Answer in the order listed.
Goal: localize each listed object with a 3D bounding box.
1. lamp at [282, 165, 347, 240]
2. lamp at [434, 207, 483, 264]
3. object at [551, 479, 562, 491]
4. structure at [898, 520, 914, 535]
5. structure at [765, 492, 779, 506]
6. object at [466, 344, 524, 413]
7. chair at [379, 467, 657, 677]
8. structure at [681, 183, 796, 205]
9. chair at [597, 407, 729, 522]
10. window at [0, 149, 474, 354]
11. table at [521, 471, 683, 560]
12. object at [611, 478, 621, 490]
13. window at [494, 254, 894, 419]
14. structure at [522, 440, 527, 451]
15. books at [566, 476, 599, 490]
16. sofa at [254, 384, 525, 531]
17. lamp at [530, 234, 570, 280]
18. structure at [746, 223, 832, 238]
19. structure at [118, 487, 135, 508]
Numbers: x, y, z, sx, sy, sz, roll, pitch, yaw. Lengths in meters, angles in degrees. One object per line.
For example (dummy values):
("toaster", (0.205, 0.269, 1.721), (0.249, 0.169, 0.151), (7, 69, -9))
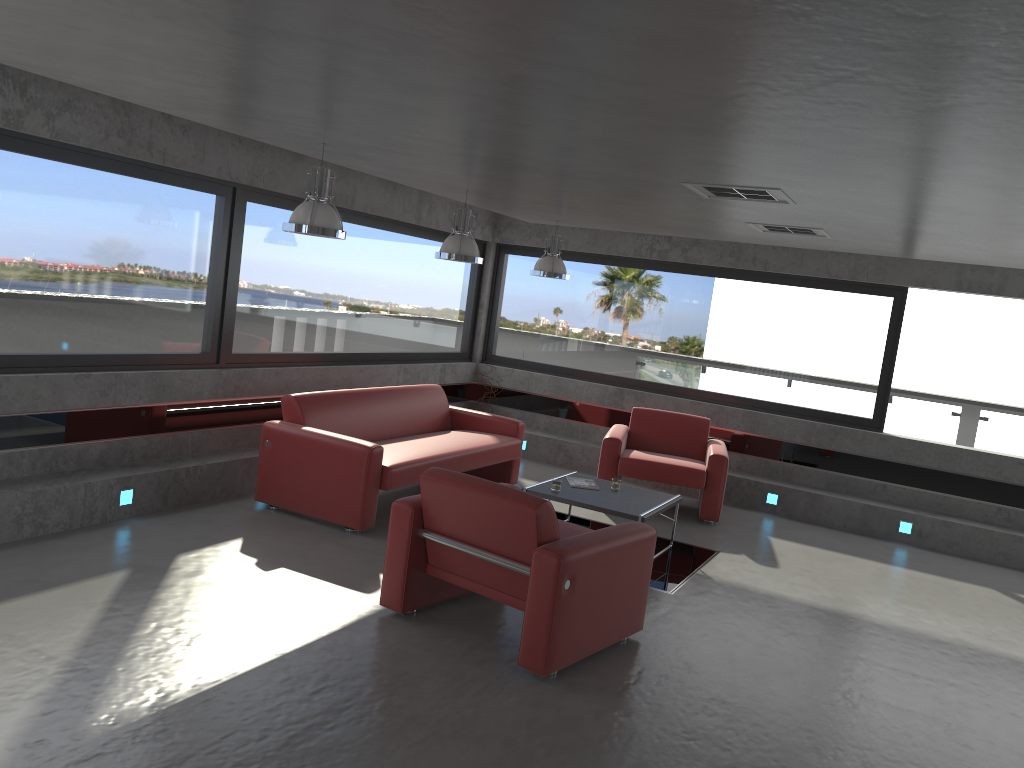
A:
("lamp", (-1.202, -1.133, 5.492), (0.389, 0.422, 0.388), (10, 7, 26))
("lamp", (-0.402, -1.195, 7.103), (0.389, 0.422, 0.388), (10, 7, 26))
("object", (0.344, 0.785, 6.863), (0.079, 0.077, 0.079), (8, 6, 9))
("structure", (3.783, 1.382, 8.524), (0.123, 0.123, 0.004), (10, 7, 26))
("structure", (2.662, 1.176, 9.073), (0.123, 0.123, 0.004), (10, 7, 26))
("object", (-0.295, 0.211, 9.762), (0.531, 1.289, 0.466), (12, 8, 38))
("chair", (0.084, 0.929, 5.108), (1.196, 0.854, 1.130), (12, 7, 36))
("structure", (1.362, -1.236, 5.227), (0.563, 0.240, 0.563), (10, 7, 26))
("chair", (1.497, 0.739, 8.727), (1.196, 0.854, 1.130), (9, 6, 11))
("window", (-2.235, -0.897, 7.416), (0.003, 1.364, 7.800), (10, 7, 26))
("table", (0.705, 1.063, 7.023), (0.994, 0.436, 1.018), (10, 7, 26))
("object", (0.844, 0.815, 7.208), (0.079, 0.077, 0.079), (12, 7, 34))
("window", (1.814, -0.636, 10.070), (4.583, 1.364, 0.003), (10, 7, 26))
("structure", (0.114, 0.708, 10.320), (0.123, 0.123, 0.004), (10, 7, 26))
("books", (0.576, 0.805, 7.233), (0.228, 0.022, 0.326), (7, 6, -4))
("sofa", (-0.883, 0.527, 7.737), (1.120, 0.854, 2.626), (10, 7, 26))
("lamp", (0.398, -1.257, 8.714), (0.388, 0.422, 0.389), (9, 6, 15))
("structure", (2.157, -1.298, 6.829), (0.563, 0.240, 0.563), (10, 7, 26))
("structure", (-2.655, 0.781, 6.104), (0.004, 0.123, 0.123), (10, 7, 26))
